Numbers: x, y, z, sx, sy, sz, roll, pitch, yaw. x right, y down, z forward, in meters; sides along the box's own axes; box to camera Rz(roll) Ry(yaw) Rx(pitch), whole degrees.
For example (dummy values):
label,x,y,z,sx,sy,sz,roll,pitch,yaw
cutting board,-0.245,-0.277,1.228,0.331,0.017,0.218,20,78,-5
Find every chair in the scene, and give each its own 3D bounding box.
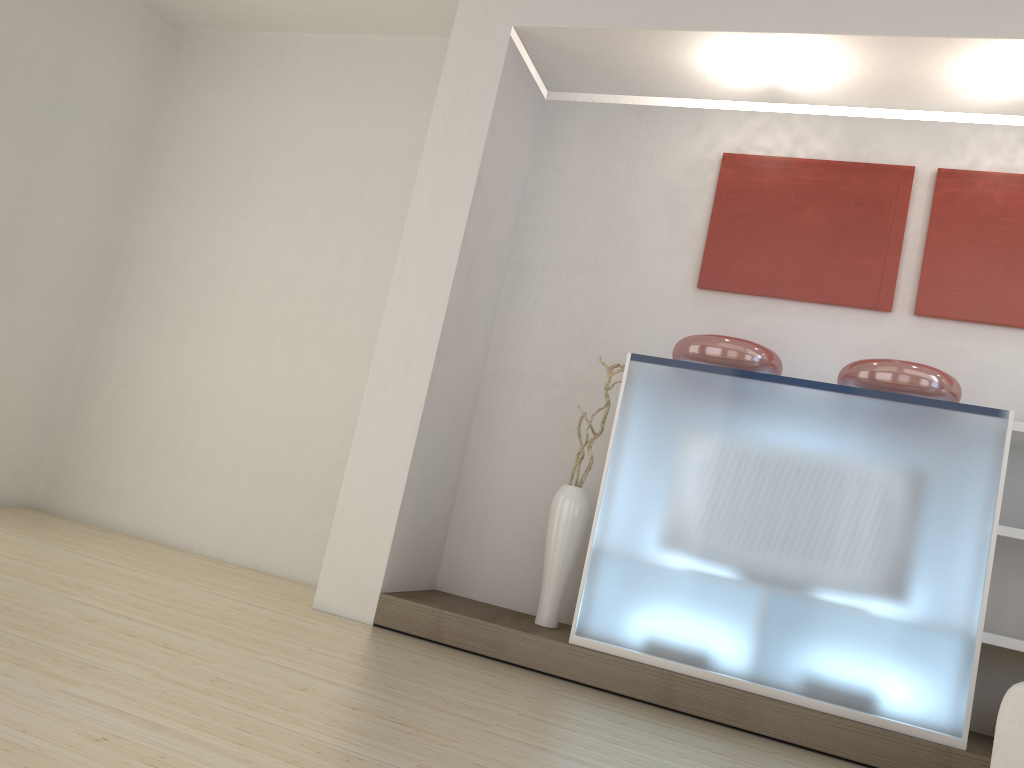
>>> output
label,x,y,z,sx,sy,sz,roll,pitch,yaw
chair,1.903,1.039,2.404,0.941,0.828,0.919,6,-10,39

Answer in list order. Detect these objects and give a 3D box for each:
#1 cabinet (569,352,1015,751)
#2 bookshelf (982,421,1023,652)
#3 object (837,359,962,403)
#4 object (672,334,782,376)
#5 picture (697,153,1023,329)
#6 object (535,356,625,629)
label,x,y,z,sx,sy,sz,roll,pitch,yaw
cabinet,1.289,0.722,4.229,1.670,1.396,0.689,10,-8,20
bookshelf,2.823,1.001,3.789,1.599,1.396,0.465,10,-8,20
object,1.828,0.010,4.199,0.546,0.206,0.534,17,-9,-33
object,1.083,-0.117,4.472,0.546,0.206,0.534,12,-8,7
picture,2.609,-0.661,4.420,3.227,0.794,0.030,10,-8,20
object,0.350,0.548,4.577,0.277,1.422,0.250,9,-8,23
